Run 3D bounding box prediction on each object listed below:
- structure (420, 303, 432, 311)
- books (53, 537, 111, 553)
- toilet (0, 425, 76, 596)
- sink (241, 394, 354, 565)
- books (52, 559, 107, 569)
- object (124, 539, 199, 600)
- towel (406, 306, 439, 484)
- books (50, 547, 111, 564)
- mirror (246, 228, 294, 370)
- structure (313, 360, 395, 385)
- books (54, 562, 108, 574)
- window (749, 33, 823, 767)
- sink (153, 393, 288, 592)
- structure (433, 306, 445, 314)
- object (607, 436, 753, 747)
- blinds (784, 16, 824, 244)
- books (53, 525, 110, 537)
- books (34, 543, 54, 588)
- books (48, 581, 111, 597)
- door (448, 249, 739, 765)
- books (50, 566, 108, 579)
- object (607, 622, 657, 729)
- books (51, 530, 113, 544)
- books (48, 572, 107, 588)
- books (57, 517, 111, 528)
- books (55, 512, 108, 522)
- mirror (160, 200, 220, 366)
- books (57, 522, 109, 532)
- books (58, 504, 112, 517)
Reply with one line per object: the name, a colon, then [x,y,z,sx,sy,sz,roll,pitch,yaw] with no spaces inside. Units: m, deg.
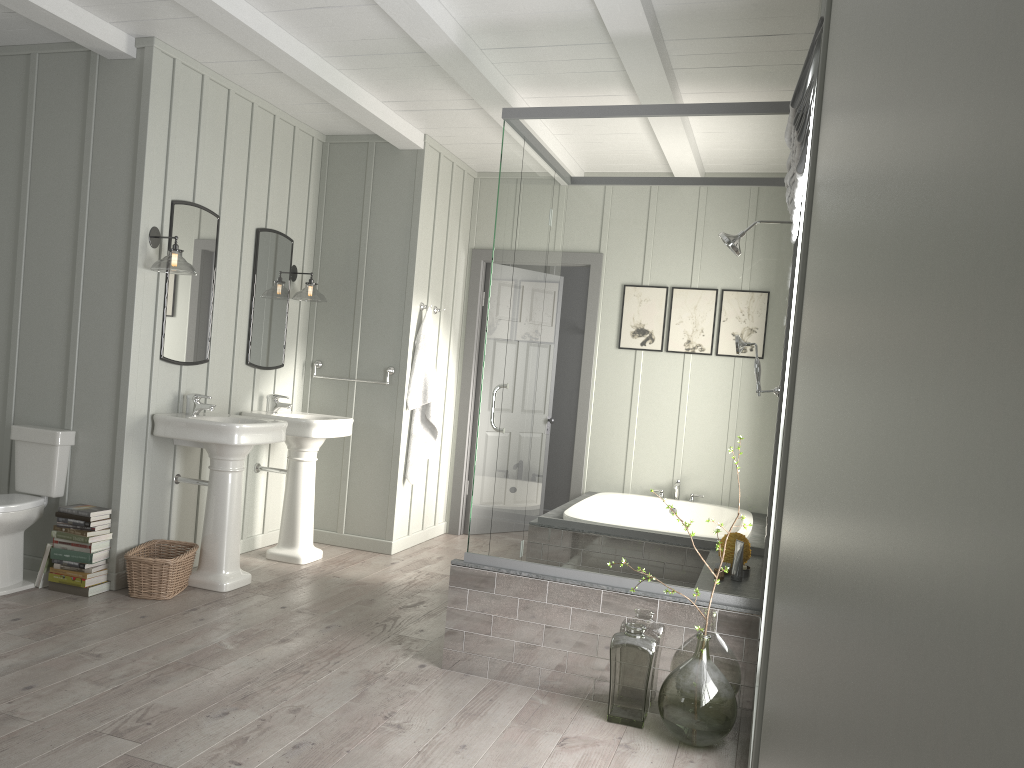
structure: [-0.579,-0.521,5.979,0.081,0.056,0.055,5,1,19]
books: [-2.152,0.795,4.425,0.227,0.052,0.152,5,1,14]
toilet: [-2.506,0.614,4.392,0.339,0.787,0.513,5,2,18]
sink: [-1.357,0.585,5.537,0.579,1.014,0.557,5,2,18]
books: [-2.163,0.885,4.419,0.212,0.024,0.146,5,1,19]
object: [-1.805,0.956,4.552,0.292,0.220,0.464,5,1,-1]
towel: [-0.572,0.079,5.985,0.165,1.205,0.310,6,2,23]
books: [-2.158,0.847,4.422,0.231,0.053,0.157,5,1,9]
mirror: [-1.522,-0.529,5.587,0.015,0.885,0.415,6,2,17]
structure: [-1.078,-0.078,5.954,0.615,0.123,0.053,5,2,20]
books: [-2.157,0.910,4.429,0.209,0.025,0.148,5,1,9]
window: [0.841,0.151,2.604,0.092,1.951,1.032,6,2,17]
sink: [-1.585,0.573,4.776,0.579,1.014,0.557,5,2,18]
structure: [-0.508,-0.517,6.216,0.081,0.056,0.055,5,1,19]
object: [0.588,0.719,3.206,0.526,1.117,0.269,5,2,18]
blinds: [0.843,-0.687,2.608,0.074,0.380,1.008,6,1,17]
books: [-2.148,0.726,4.416,0.239,0.024,0.144,5,1,24]
books: [-2.311,0.909,4.475,0.093,0.235,0.166,5,1,17]
books: [-2.168,1.011,4.433,0.244,0.049,0.160,5,1,16]
door: [-1.099,0.033,3.812,4.352,2.197,7.608,5,1,17]
books: [-2.166,0.933,4.423,0.237,0.024,0.145,5,1,19]
object: [0.450,1.088,3.333,0.166,0.361,0.160,5,2,17]
books: [-2.148,0.753,4.417,0.240,0.032,0.166,5,1,19]
books: [-2.170,0.966,4.421,0.227,0.041,0.159,5,1,17]
books: [-2.132,0.679,4.408,0.211,0.024,0.146,5,1,18]
books: [-2.141,0.653,4.411,0.211,0.024,0.147,5,1,15]
mirror: [-1.751,-0.540,4.822,0.015,0.885,0.415,6,2,17]
books: [-2.139,0.703,4.422,0.209,0.025,0.148,5,1,8]
books: [-2.128,0.630,4.406,0.212,0.024,0.146,5,1,20]
